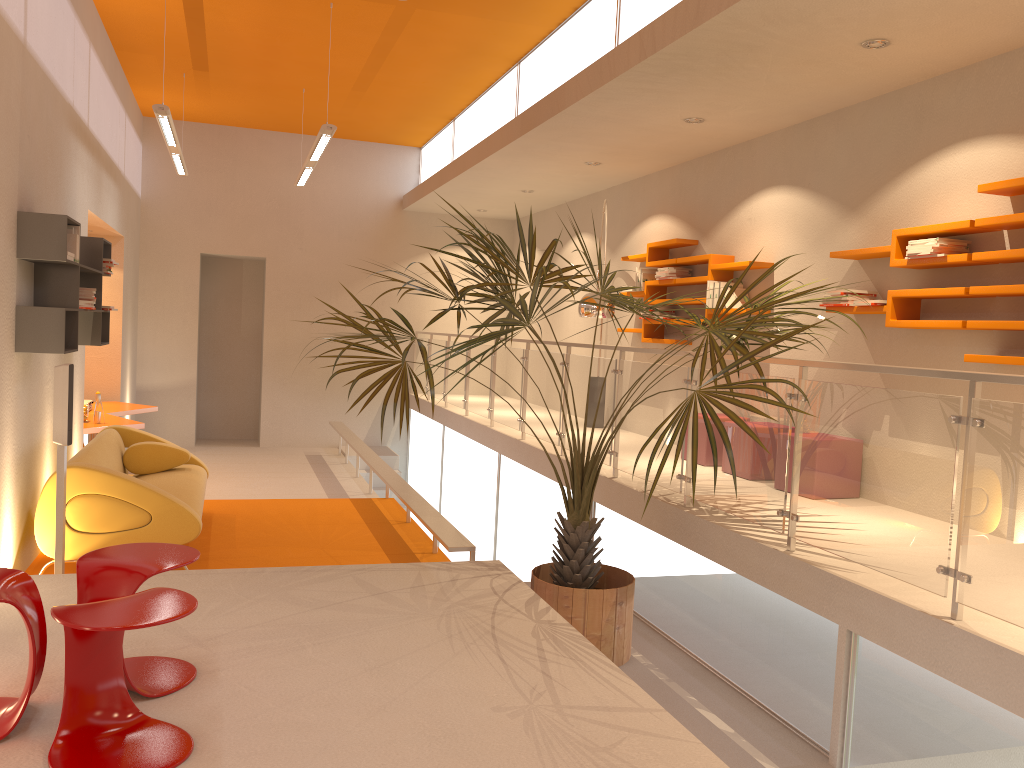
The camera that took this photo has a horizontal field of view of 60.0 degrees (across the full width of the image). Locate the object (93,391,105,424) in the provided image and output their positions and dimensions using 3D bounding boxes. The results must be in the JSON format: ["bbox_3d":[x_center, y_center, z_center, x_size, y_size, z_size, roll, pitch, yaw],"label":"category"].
[{"bbox_3d":[-3.704,0.207,7.918,0.088,0.288,0.101,6,5,42],"label":"object"}]

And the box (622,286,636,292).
[{"bbox_3d":[1.229,-0.922,8.666,0.232,0.047,0.232,2,4,-18],"label":"box"}]

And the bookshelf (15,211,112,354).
[{"bbox_3d":[-2.964,-0.639,5.962,0.252,0.790,2.000,2,4,-18],"label":"bookshelf"}]

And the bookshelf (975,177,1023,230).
[{"bbox_3d":[2.725,-0.895,4.163,0.220,0.220,1.150,2,4,-18],"label":"bookshelf"}]

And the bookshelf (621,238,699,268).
[{"bbox_3d":[1.376,-1.214,8.401,0.220,0.220,1.150,2,4,-18],"label":"bookshelf"}]

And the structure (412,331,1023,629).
[{"bbox_3d":[0.336,0.088,7.510,0.195,0.900,11.050,2,4,-18],"label":"structure"}]

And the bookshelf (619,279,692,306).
[{"bbox_3d":[1.358,-0.859,8.422,0.220,0.220,1.150,2,4,-18],"label":"bookshelf"}]

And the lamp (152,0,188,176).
[{"bbox_3d":[-3.055,-2.647,8.045,0.120,1.052,3.195,2,4,-18],"label":"lamp"}]

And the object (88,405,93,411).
[{"bbox_3d":[-4.328,0.243,8.809,0.250,0.049,0.349,2,4,-18],"label":"object"}]

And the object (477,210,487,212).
[{"bbox_3d":[-0.411,-2.398,12.162,0.143,0.059,0.143,6,5,44],"label":"object"}]

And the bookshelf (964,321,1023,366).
[{"bbox_3d":[2.689,-0.183,4.205,0.220,0.220,1.150,2,4,-18],"label":"bookshelf"}]

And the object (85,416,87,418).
[{"bbox_3d":[-3.862,0.309,7.990,0.061,0.053,0.053,1,4,-30],"label":"object"}]

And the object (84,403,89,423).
[{"bbox_3d":[-3.917,0.251,7.956,0.207,0.174,0.189,2,4,-18],"label":"object"}]

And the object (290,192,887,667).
[{"bbox_3d":[0.420,0.213,4.634,3.098,2.600,3.241,2,3,-10],"label":"object"}]

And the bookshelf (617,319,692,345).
[{"bbox_3d":[1.340,-0.502,8.443,0.220,0.220,1.150,2,4,-18],"label":"bookshelf"}]

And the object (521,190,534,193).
[{"bbox_3d":[0.180,-2.258,10.307,0.143,0.059,0.143,6,5,44],"label":"object"}]

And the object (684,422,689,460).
[{"bbox_3d":[1.622,0.437,7.066,0.390,0.377,0.390,2,4,-18],"label":"object"}]

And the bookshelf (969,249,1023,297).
[{"bbox_3d":[2.707,-0.540,4.184,0.220,0.220,1.150,2,4,-18],"label":"bookshelf"}]

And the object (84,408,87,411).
[{"bbox_3d":[-3.847,0.231,7.960,0.053,0.051,0.063,1,4,-27],"label":"object"}]

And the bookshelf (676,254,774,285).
[{"bbox_3d":[1.724,-0.951,7.289,0.220,0.220,1.150,2,4,-18],"label":"bookshelf"}]

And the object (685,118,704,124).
[{"bbox_3d":[1.359,-1.979,6.601,0.143,0.059,0.143,6,5,44],"label":"object"}]

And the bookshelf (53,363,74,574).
[{"bbox_3d":[-2.104,0.243,3.272,0.322,2.145,3.370,2,4,-16],"label":"bookshelf"}]

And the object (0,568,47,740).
[{"bbox_3d":[-1.697,0.843,2.761,0.420,0.450,0.391,2,4,-18],"label":"object"}]

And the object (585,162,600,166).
[{"bbox_3d":[0.769,-2.119,8.454,0.143,0.059,0.143,6,5,44],"label":"object"}]

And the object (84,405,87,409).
[{"bbox_3d":[-3.863,0.215,8.010,0.057,0.060,0.052,3,3,5],"label":"object"}]

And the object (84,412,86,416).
[{"bbox_3d":[-3.836,0.262,7.922,0.053,0.055,0.060,1,4,-30],"label":"object"}]

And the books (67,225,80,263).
[{"bbox_3d":[-2.772,-0.860,5.421,0.230,0.227,0.017,2,4,-18],"label":"books"}]

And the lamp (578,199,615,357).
[{"bbox_3d":[0.797,-0.625,8.440,0.315,2.259,2.077,3,3,5],"label":"lamp"}]

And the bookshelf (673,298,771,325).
[{"bbox_3d":[1.706,-0.595,7.310,0.220,0.220,1.150,2,4,-18],"label":"bookshelf"}]

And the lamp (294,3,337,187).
[{"bbox_3d":[-1.885,-2.611,8.420,0.120,1.052,3.195,2,4,-18],"label":"lamp"}]

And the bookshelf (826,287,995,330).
[{"bbox_3d":[2.340,-0.445,5.317,0.220,0.220,1.150,2,4,-18],"label":"bookshelf"}]

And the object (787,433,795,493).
[{"bbox_3d":[2.015,0.530,5.829,0.390,0.377,0.390,1,4,-23],"label":"object"}]

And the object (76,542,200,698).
[{"bbox_3d":[-1.338,0.838,3.165,0.391,0.450,0.420,4,3,12],"label":"object"}]

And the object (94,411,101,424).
[{"bbox_3d":[-3.698,0.299,7.914,0.060,0.106,0.060,4,3,14],"label":"object"}]

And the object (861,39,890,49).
[{"bbox_3d":[1.949,-1.840,4.748,0.143,0.059,0.143,1,4,-35],"label":"object"}]

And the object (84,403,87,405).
[{"bbox_3d":[-4.212,0.220,8.470,0.262,0.049,0.349,2,4,-18],"label":"object"}]

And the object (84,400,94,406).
[{"bbox_3d":[-4.320,0.195,8.807,0.262,0.049,0.349,2,4,-18],"label":"object"}]

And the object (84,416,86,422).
[{"bbox_3d":[-3.837,0.313,7.935,0.053,0.053,0.061,1,4,-28],"label":"object"}]

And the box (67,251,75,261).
[{"bbox_3d":[-2.707,-0.753,5.188,0.232,0.047,0.232,2,4,-18],"label":"box"}]

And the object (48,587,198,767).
[{"bbox_3d":[-1.161,0.877,2.646,0.420,0.450,0.391,6,5,42],"label":"object"}]

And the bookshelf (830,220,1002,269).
[{"bbox_3d":[2.358,-0.801,5.296,0.220,0.220,1.150,2,4,-18],"label":"bookshelf"}]

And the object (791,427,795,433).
[{"bbox_3d":[1.811,0.482,6.471,0.390,0.377,0.390,2,4,-18],"label":"object"}]
